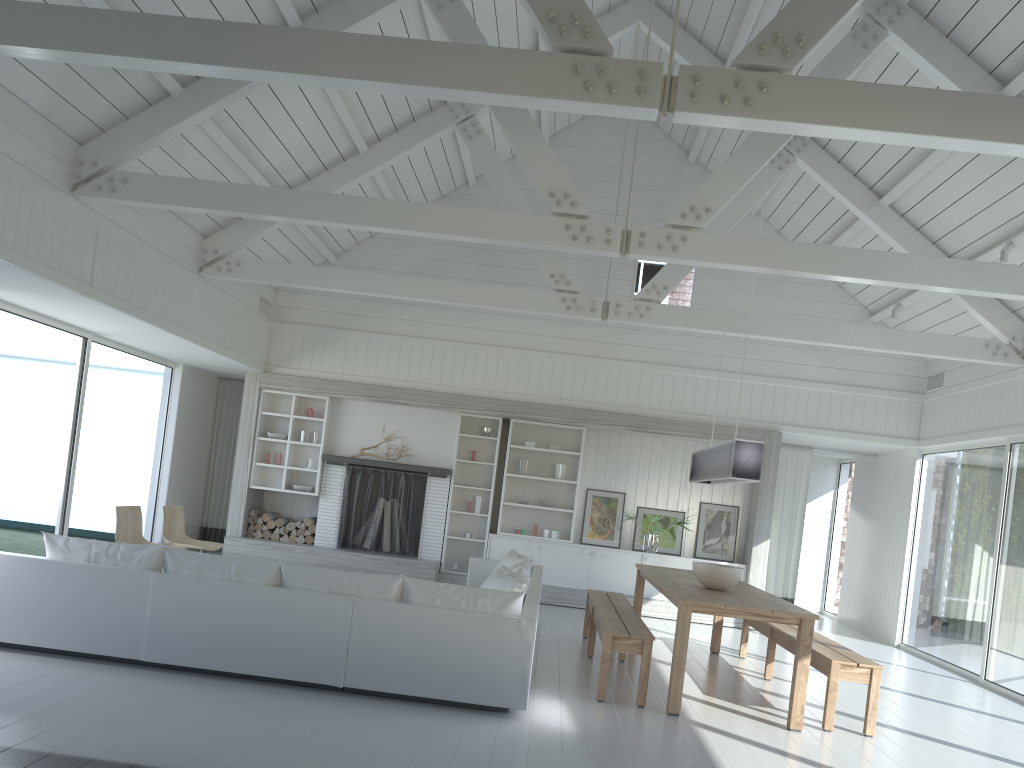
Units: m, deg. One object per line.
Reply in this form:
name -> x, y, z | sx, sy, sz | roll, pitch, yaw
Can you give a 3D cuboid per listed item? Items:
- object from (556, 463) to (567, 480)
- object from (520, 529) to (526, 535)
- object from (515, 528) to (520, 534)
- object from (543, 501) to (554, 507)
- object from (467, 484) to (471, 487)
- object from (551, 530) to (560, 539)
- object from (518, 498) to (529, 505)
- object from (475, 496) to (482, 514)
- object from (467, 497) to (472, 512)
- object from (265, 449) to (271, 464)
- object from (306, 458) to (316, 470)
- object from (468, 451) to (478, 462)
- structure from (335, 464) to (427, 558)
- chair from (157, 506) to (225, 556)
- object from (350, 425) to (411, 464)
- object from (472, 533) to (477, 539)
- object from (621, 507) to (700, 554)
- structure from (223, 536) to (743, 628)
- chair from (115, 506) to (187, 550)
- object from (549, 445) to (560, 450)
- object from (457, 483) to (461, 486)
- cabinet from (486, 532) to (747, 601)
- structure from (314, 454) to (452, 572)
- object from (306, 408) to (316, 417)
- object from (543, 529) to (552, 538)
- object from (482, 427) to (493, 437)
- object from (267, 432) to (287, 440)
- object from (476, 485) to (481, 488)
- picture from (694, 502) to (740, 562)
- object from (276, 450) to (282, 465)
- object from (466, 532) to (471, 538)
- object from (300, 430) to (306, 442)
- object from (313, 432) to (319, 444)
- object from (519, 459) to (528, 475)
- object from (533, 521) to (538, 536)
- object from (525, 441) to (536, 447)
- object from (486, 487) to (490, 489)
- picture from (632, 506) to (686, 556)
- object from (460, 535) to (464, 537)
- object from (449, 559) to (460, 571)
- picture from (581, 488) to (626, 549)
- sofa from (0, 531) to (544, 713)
object -> 0.610, 1.101, 11.041 | 0.103, 0.196, 0.102 | 9, -3, -42
object -> 0.135, 1.856, 11.066 | 0.058, 0.061, 0.057 | 8, -4, -19
object -> 0.066, 1.840, 11.043 | 0.054, 0.071, 0.054 | 8, -3, -18
object -> 0.457, 1.526, 11.183 | 0.141, 0.066, 0.142 | 7, -6, 3
object -> -0.542, 1.277, 11.079 | 0.054, 0.025, 0.054 | 7, -6, 3
object -> 0.541, 1.873, 11.007 | 0.085, 0.111, 0.086 | 5, -4, 38
object -> 0.144, 1.473, 11.055 | 0.141, 0.066, 0.142 | 7, -6, 3
object -> -0.425, 1.520, 11.085 | 0.072, 0.211, 0.071 | 7, -1, 3
object -> -0.532, 1.515, 11.092 | 0.054, 0.196, 0.054 | 7, -1, 2
object -> -3.080, 0.909, 11.116 | 0.054, 0.196, 0.054 | 7, -1, 4
object -> -2.532, 1.004, 11.087 | 0.137, 0.130, 0.137 | 7, -4, -9
object -> -0.485, 0.911, 11.097 | 0.138, 0.130, 0.136 | 11, -6, -44
structure -> -1.619, 1.577, 10.903 | 1.097, 1.062, 0.117 | 7, -1, 2
chair -> -3.130, 1.582, 8.476 | 0.554, 0.779, 0.598 | 7, -3, 3
object -> -1.539, 0.727, 10.909 | 0.787, 0.501, 0.456 | 9, -4, -27
object -> -0.476, 1.912, 11.083 | 0.058, 0.061, 0.058 | 7, -4, 3
object -> 1.797, 1.769, 10.792 | 0.971, 0.628, 0.624 | 7, -4, 0
structure -> -0.316, 2.502, 11.483 | 6.344, 0.345, 1.893 | 6, -7, 3
chair -> -3.221, 1.477, 7.699 | 0.554, 0.779, 0.598 | 7, -3, 3
object -> 0.541, 0.818, 11.191 | 0.141, 0.066, 0.142 | 7, -6, 3
object -> -0.662, 1.257, 11.030 | 0.054, 0.025, 0.054 | 7, -6, 3
cabinet -> 1.275, 2.340, 11.108 | 3.179, 0.550, 0.656 | 7, -4, 3
structure -> -1.607, 1.644, 11.257 | 1.615, 1.284, 0.863 | 7, -3, 3
object -> -2.533, 0.363, 11.091 | 0.060, 0.126, 0.230 | 8, -5, -42
object -> 0.449, 1.879, 11.079 | 0.091, 0.095, 0.091 | 4, -5, 37
object -> -0.311, 0.609, 11.067 | 0.160, 0.124, 0.163 | 4, -6, 35
object -> -2.967, 0.665, 11.130 | 0.243, 0.072, 0.243 | 8, -7, -12
object -> -0.422, 1.297, 11.128 | 0.054, 0.025, 0.054 | 7, -6, 3
picture -> 2.569, 1.856, 11.043 | 0.494, 0.702, 0.065 | 7, -1, 3
object -> -2.929, 0.926, 11.109 | 0.054, 0.196, 0.054 | 7, -1, 4
object -> -0.549, 1.899, 11.088 | 0.054, 0.071, 0.054 | 7, -3, 2
object -> -2.628, 0.639, 11.100 | 0.054, 0.196, 0.054 | 7, -1, 4
object -> -2.463, 0.658, 11.092 | 0.054, 0.196, 0.054 | 7, -1, 4
object -> 0.144, 1.048, 11.063 | 0.102, 0.196, 0.103 | 7, -2, 3
object -> 0.299, 1.806, 11.049 | 0.054, 0.196, 0.054 | 7, -1, 2
object -> 0.229, 0.765, 11.064 | 0.141, 0.066, 0.142 | 7, -6, 3
object -> -0.302, 1.317, 11.176 | 0.054, 0.025, 0.054 | 7, -6, 3
picture -> 1.849, 1.851, 11.086 | 0.608, 0.552, 0.054 | 7, -1, 3
object -> -0.628, 1.913, 11.092 | 0.054, 0.025, 0.054 | 7, -6, 3
object -> -0.712, 2.278, 11.084 | 0.138, 0.130, 0.136 | 11, -6, -44
picture -> 1.150, 1.694, 11.110 | 0.494, 0.702, 0.065 | 7, -1, 3
sofa -> -1.505, 1.659, 7.287 | 3.474, 0.736, 4.158 | 6, -7, 3
